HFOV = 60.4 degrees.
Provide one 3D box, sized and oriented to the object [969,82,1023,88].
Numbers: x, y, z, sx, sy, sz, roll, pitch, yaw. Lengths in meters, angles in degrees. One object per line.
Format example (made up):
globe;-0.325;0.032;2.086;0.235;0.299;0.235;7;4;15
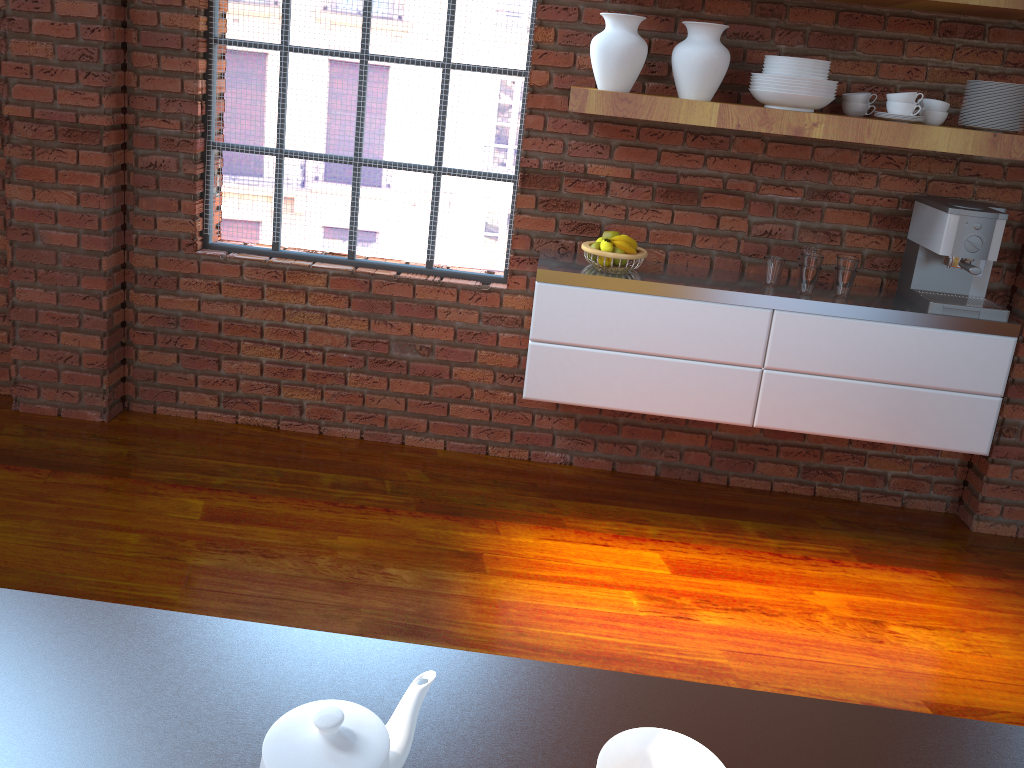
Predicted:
object;1.603;-0.978;2.895;0.196;0.013;0.200;13;21;18

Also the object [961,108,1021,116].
object;1.594;-0.896;2.915;0.196;0.013;0.200;13;21;18

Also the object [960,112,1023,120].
object;1.592;-0.882;2.919;0.196;0.013;0.200;13;21;18

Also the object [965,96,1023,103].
object;1.598;-0.934;2.906;0.196;0.013;0.200;13;21;18

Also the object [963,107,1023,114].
object;1.594;-0.900;2.915;0.196;0.013;0.200;13;21;18

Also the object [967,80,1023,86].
object;1.603;-0.982;2.894;0.196;0.013;0.200;13;21;18

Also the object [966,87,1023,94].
object;1.601;-0.961;2.899;0.196;0.013;0.200;13;21;18

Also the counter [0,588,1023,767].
counter;0.445;0.602;0.474;3.143;0.126;1.059;7;20;2

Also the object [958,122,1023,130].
object;1.589;-0.852;2.926;0.196;0.013;0.200;13;21;18

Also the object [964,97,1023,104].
object;1.597;-0.930;2.907;0.196;0.013;0.200;13;21;18

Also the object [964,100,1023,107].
object;1.596;-0.921;2.909;0.196;0.013;0.200;13;21;18

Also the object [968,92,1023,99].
object;1.599;-0.947;2.903;0.196;0.013;0.200;13;21;18

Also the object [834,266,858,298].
object;1.148;-0.351;3.046;0.078;0.101;0.080;10;17;14

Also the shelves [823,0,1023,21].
shelves;1.007;-1.317;2.885;1.536;0.074;0.348;7;20;2

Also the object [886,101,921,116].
object;1.279;-0.902;2.894;0.092;0.045;0.102;5;19;-3

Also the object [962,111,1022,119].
object;1.593;-0.887;2.918;0.196;0.013;0.200;13;21;18

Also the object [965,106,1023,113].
object;1.595;-0.904;2.913;0.196;0.013;0.200;13;21;18

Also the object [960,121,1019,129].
object;1.589;-0.856;2.925;0.196;0.013;0.200;13;21;18

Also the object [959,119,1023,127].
object;1.590;-0.861;2.924;0.196;0.013;0.200;13;21;18

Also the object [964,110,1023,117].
object;1.593;-0.891;2.917;0.196;0.013;0.200;13;21;18

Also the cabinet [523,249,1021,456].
cabinet;0.877;-0.130;3.181;1.622;0.462;0.348;7;16;2

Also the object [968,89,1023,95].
object;1.600;-0.956;2.900;0.196;0.013;0.200;13;21;18

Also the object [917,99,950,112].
object;1.427;-0.935;2.983;0.101;0.057;0.094;15;20;24

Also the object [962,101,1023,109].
object;1.596;-0.917;2.910;0.196;0.013;0.200;13;21;18

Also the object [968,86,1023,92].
object;1.601;-0.965;2.898;0.196;0.013;0.200;13;21;18

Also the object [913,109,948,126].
object;1.421;-0.903;2.985;0.100;0.045;0.093;20;23;34

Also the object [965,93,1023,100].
object;1.599;-0.943;2.904;0.196;0.013;0.200;13;21;18

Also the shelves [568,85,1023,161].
shelves;0.961;-0.891;2.991;1.536;0.074;0.348;7;20;2

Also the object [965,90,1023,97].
object;1.600;-0.952;2.902;0.196;0.013;0.200;13;21;18

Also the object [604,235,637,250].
object;0.399;-0.486;3.093;0.067;0.082;0.186;19;23;37

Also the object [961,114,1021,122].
object;1.592;-0.878;2.920;0.196;0.013;0.200;13;21;18

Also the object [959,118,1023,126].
object;1.590;-0.864;2.923;0.196;0.013;0.200;13;21;18

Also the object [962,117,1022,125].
object;1.591;-0.869;2.922;0.196;0.013;0.200;13;21;18

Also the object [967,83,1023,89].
object;1.602;-0.973;2.896;0.196;0.013;0.200;13;21;18

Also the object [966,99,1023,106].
object;1.597;-0.925;2.908;0.196;0.013;0.200;13;21;18

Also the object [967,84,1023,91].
object;1.602;-0.969;2.897;0.196;0.013;0.200;13;21;18

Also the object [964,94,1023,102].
object;1.598;-0.938;2.905;0.196;0.013;0.200;13;21;18

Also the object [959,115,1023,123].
object;1.591;-0.873;2.921;0.196;0.013;0.200;13;21;18

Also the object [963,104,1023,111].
object;1.595;-0.908;2.912;0.196;0.013;0.200;13;21;18

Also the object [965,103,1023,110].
object;1.595;-0.913;2.911;0.196;0.013;0.200;13;21;18

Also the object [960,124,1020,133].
object;1.588;-0.847;2.928;0.196;0.013;0.200;13;21;18
